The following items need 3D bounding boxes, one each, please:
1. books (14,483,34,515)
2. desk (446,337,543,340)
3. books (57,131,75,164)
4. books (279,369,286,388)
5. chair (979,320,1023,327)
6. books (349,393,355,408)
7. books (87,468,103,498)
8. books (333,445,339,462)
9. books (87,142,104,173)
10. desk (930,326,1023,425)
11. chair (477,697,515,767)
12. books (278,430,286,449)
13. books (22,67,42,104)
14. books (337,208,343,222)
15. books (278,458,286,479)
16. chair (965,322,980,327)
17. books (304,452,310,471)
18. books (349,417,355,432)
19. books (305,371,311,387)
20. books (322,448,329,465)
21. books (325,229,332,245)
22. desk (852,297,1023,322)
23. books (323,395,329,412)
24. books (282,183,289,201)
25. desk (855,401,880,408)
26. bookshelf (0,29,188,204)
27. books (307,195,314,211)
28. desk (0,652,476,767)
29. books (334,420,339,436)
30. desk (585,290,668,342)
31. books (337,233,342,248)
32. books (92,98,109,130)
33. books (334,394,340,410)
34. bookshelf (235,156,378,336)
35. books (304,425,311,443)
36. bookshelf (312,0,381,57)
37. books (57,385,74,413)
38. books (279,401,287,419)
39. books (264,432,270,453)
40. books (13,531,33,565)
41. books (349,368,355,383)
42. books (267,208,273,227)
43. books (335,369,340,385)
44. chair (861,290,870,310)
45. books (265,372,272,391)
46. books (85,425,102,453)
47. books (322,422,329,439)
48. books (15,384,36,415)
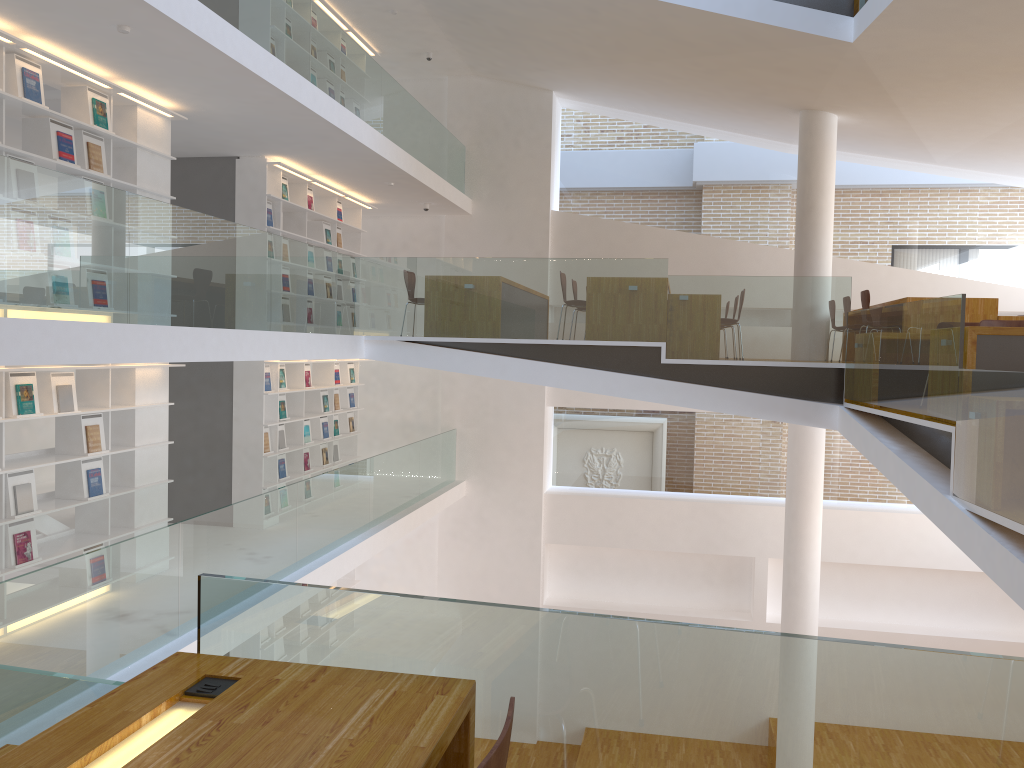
[{"bbox_3d":[-3.244,0.773,5.896,0.037,0.210,0.145,2,2,11],"label":"books"},{"bbox_3d":[-0.185,-0.806,10.209,0.760,0.606,3.194,2,2,11],"label":"desk"},{"bbox_3d":[-3.115,-1.645,6.191,0.037,0.210,0.145,2,2,11],"label":"books"},{"bbox_3d":[-2.544,-0.062,9.798,0.037,0.210,0.145,2,2,11],"label":"books"},{"bbox_3d":[3.451,-0.099,6.080,0.428,0.693,0.381,2,2,11],"label":"chair"},{"bbox_3d":[-2.148,0.230,11.914,0.037,0.210,0.145,2,2,11],"label":"books"},{"bbox_3d":[-3.107,0.738,6.611,0.037,0.210,0.145,2,2,11],"label":"books"},{"bbox_3d":[-2.267,0.894,11.399,0.037,0.210,0.145,2,2,11],"label":"books"},{"bbox_3d":[-3.055,-1.653,6.501,0.037,0.210,0.145,2,2,11],"label":"books"},{"bbox_3d":[4.328,0.210,5.167,3.216,1.022,1.248,2,2,11],"label":"desk"},{"bbox_3d":[-0.206,0.955,1.617,0.381,0.693,0.428,2,2,11],"label":"chair"},{"bbox_3d":[-2.556,0.623,9.834,0.037,0.210,0.145,2,2,11],"label":"books"},{"bbox_3d":[-3.166,-1.962,5.850,0.037,0.210,0.145,2,2,11],"label":"books"},{"bbox_3d":[-2.194,-2.131,11.292,0.037,0.210,0.145,2,2,11],"label":"books"},{"bbox_3d":[-2.559,0.941,9.870,0.037,0.210,0.145,2,2,11],"label":"books"},{"bbox_3d":[3.509,-0.133,6.971,0.428,0.693,0.381,2,2,11],"label":"chair"},{"bbox_3d":[-2.437,0.922,10.521,0.037,0.210,0.145,2,2,11],"label":"books"},{"bbox_3d":[-2.155,0.555,11.931,0.037,0.210,0.145,2,2,11],"label":"books"},{"bbox_3d":[-2.414,-0.050,10.482,0.037,0.210,0.145,2,2,11],"label":"books"},{"bbox_3d":[-2.329,0.906,11.073,0.037,0.210,0.145,2,2,11],"label":"books"},{"bbox_3d":[-2.268,-1.805,10.961,0.037,0.210,0.145,2,2,11],"label":"books"},{"bbox_3d":[4.438,-0.435,9.402,1.247,0.762,3.194,2,2,11],"label":"desk"},{"bbox_3d":[-2.317,0.245,11.043,0.037,0.210,0.145,2,2,11],"label":"books"},{"bbox_3d":[-2.494,-2.091,9.724,0.037,0.210,0.145,2,2,11],"label":"books"},{"bbox_3d":[4.629,-0.072,7.169,3.356,0.606,0.760,2,2,11],"label":"desk"},{"bbox_3d":[-3.321,-1.316,5.700,0.498,1.836,3.666,2,2,11],"label":"bookshelf"},{"bbox_3d":[-2.365,-2.100,10.400,0.037,0.210,0.145,2,2,11],"label":"books"},{"bbox_3d":[-1.018,1.178,0.654,1.285,0.918,3.236,2,2,11],"label":"desk"},{"bbox_3d":[-2.259,0.569,11.386,0.037,0.210,0.145,2,2,11],"label":"books"},{"bbox_3d":[1.613,-0.674,9.868,1.248,0.757,3.196,2,2,11],"label":"desk"},{"bbox_3d":[-2.202,-1.817,11.304,0.037,0.210,0.145,2,2,11],"label":"books"},{"bbox_3d":[-3.035,-1.985,6.538,0.037,0.210,0.145,2,2,11],"label":"books"},{"bbox_3d":[-2.251,0.232,11.387,0.037,0.210,0.145,2,2,11],"label":"books"},{"bbox_3d":[-2.368,-1.494,10.669,0.498,1.836,2.984,2,2,11],"label":"bookshelf"},{"bbox_3d":[-2.430,0.594,10.508,0.037,0.210,0.145,2,2,11],"label":"books"},{"bbox_3d":[-2.319,-3.538,10.587,0.498,1.836,2.984,2,2,11],"label":"bookshelf"},{"bbox_3d":[-3.153,0.113,6.264,0.037,0.210,0.145,2,2,11],"label":"books"},{"bbox_3d":[-2.545,0.291,9.835,0.037,0.210,0.145,2,2,11],"label":"books"},{"bbox_3d":[-2.630,0.626,9.459,0.037,0.210,0.145,2,2,11],"label":"books"},{"bbox_3d":[-3.255,1.094,5.907,0.037,0.210,0.145,2,2,11],"label":"books"},{"bbox_3d":[-2.143,-0.106,11.901,0.037,0.210,0.145,2,2,11],"label":"books"},{"bbox_3d":[-2.568,-1.749,9.371,0.037,0.210,0.145,2,2,11],"label":"books"},{"bbox_3d":[-2.244,-0.082,11.374,0.037,0.210,0.145,2,2,11],"label":"books"},{"bbox_3d":[3.513,-0.535,8.419,0.381,0.693,0.428,2,2,11],"label":"chair"},{"bbox_3d":[-2.609,-0.016,9.449,0.037,0.210,0.145,2,2,11],"label":"books"},{"bbox_3d":[-3.105,0.411,6.582,0.037,0.210,0.145,2,2,11],"label":"books"},{"bbox_3d":[-2.322,0.581,11.056,0.037,0.210,0.145,2,2,11],"label":"books"},{"bbox_3d":[-3.226,0.106,5.882,0.037,0.210,0.145,2,2,11],"label":"books"}]
